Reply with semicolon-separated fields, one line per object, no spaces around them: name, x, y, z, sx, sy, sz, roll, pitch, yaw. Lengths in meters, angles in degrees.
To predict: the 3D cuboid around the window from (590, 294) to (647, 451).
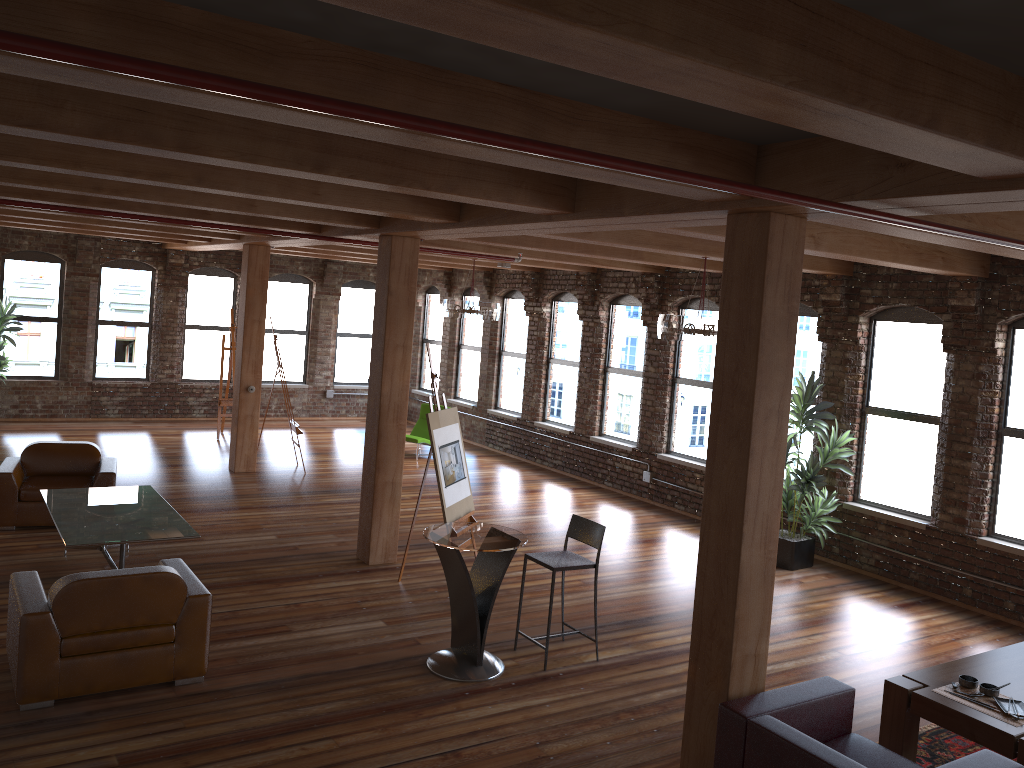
window;1.602;-0.208;12.840;0.236;2.211;0.971;3;3;-33

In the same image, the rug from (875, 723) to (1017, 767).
rug;3.019;2.292;5.142;2.460;0.009;1.348;1;6;-33

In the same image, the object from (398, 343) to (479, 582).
object;-0.592;0.723;7.744;0.685;2.137;0.702;5;3;17

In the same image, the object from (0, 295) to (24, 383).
object;-8.341;-0.372;13.848;0.969;2.100;1.080;6;3;35

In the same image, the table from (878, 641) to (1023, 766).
table;3.074;2.022;5.163;1.749;0.549;0.903;1;5;-33

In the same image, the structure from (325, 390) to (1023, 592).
structure;1.274;1.061;12.975;1.632;0.312;13.751;0;6;-40

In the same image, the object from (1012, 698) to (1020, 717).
object;2.700;1.727;4.753;0.007;0.008;0.270;6;5;22

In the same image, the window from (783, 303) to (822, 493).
window;3.203;0.123;10.390;0.235;2.211;0.971;3;3;-33

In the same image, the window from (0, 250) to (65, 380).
window;-8.097;-1.154;14.891;0.967;2.165;0.086;3;3;-33

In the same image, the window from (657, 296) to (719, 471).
window;2.401;-0.042;11.614;0.232;2.211;0.971;3;3;-33

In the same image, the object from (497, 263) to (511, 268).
object;-0.110;-1.674;12.439;0.145;0.072;0.148;2;5;-33

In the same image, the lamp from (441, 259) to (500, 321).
lamp;-0.544;-1.303;12.143;0.809;0.813;0.811;5;4;3

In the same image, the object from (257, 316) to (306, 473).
object;-3.209;0.128;12.372;0.684;2.137;0.664;3;3;-23

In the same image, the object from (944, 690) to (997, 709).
object;2.505;1.722;4.848;0.007;0.008;0.271;1;6;-44

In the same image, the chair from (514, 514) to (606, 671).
chair;0.353;1.488;6.435;0.466;0.980;0.431;3;3;-33

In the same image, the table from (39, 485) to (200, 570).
table;-3.328;1.334;7.374;0.938;0.559;1.877;2;5;-33

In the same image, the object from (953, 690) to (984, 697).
object;2.526;1.707;4.901;0.154;0.030;0.045;9;6;41

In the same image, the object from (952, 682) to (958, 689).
object;2.493;1.702;4.987;0.018;0.021;0.059;5;5;8

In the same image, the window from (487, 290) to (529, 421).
window;0.001;-0.539;15.286;0.233;2.211;0.971;3;3;-33

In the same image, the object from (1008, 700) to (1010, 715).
object;2.672;1.725;4.757;0.007;0.008;0.270;6;5;31

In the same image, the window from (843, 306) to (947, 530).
window;4.004;0.289;9.165;0.235;2.211;0.971;3;3;-33

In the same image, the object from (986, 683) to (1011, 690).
object;2.691;1.685;4.927;0.137;0.079;0.045;6;3;22

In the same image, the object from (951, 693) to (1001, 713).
object;2.509;1.726;4.807;0.007;0.008;0.271;2;5;-38

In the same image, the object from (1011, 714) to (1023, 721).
object;2.637;1.744;4.626;0.059;0.021;0.018;9;5;43

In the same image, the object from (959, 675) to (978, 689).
object;2.595;1.695;5.036;0.098;0.043;0.099;4;4;-7

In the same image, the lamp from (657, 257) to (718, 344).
lamp;1.828;-0.812;8.513;0.810;0.813;0.810;5;4;9

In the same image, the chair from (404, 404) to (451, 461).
chair;-1.500;0.762;14.410;0.682;0.795;0.956;6;4;31

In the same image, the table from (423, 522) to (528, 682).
table;-0.288;1.500;6.123;0.721;0.922;0.723;4;3;-9

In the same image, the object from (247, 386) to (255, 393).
object;-3.509;0.073;11.940;0.095;0.095;0.061;2;4;-33

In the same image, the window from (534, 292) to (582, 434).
window;0.799;-0.374;14.063;0.230;2.211;0.971;3;3;-33

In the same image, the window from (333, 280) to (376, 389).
window;-3.144;-1.017;18.074;0.967;2.214;0.219;3;3;-33

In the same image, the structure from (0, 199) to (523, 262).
structure;-2.729;-1.475;8.067;6.802;0.111;0.051;1;4;-33

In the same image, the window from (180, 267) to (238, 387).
window;-5.613;-1.065;16.448;0.967;2.223;0.222;3;3;-33

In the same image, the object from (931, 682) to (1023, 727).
object;2.609;1.736;4.838;0.352;0.001;0.471;1;6;-33

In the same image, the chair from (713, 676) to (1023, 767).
chair;1.668;1.965;4.258;0.865;0.591;1.074;2;5;-33

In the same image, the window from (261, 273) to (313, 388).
window;-4.385;-1.043;17.257;0.967;2.214;0.219;3;3;-33

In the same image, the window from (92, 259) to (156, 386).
window;-6.836;-1.091;15.643;0.967;2.223;0.222;3;3;-33

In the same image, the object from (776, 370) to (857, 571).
object;3.046;0.878;9.477;0.965;2.100;1.083;3;3;-20

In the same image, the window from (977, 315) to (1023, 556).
window;4.803;0.455;7.941;0.235;2.211;0.971;3;3;-33

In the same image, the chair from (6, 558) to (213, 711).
chair;-2.555;1.456;5.616;1.063;0.734;0.833;2;5;-33

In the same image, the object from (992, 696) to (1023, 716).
object;2.692;1.739;4.753;0.154;0.018;0.213;5;5;12

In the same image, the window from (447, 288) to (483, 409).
window;-0.800;-0.705;16.511;0.231;2.211;0.971;3;3;-33

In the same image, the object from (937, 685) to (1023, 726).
object;2.608;1.736;4.837;0.332;0.003;0.472;1;6;-33

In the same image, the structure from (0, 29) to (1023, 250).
structure;0.447;-0.818;3.207;6.802;0.111;0.051;1;4;-33

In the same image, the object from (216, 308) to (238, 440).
object;-4.666;-0.192;14.819;0.661;2.137;0.687;2;3;-38

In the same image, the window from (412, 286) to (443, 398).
window;-1.615;-0.873;17.758;0.232;2.211;0.971;3;3;-33

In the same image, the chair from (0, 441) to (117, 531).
chair;-4.603;1.012;8.994;1.063;0.734;0.833;3;4;-23

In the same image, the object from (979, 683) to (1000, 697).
object;2.661;1.708;4.939;0.099;0.043;0.099;5;4;4
